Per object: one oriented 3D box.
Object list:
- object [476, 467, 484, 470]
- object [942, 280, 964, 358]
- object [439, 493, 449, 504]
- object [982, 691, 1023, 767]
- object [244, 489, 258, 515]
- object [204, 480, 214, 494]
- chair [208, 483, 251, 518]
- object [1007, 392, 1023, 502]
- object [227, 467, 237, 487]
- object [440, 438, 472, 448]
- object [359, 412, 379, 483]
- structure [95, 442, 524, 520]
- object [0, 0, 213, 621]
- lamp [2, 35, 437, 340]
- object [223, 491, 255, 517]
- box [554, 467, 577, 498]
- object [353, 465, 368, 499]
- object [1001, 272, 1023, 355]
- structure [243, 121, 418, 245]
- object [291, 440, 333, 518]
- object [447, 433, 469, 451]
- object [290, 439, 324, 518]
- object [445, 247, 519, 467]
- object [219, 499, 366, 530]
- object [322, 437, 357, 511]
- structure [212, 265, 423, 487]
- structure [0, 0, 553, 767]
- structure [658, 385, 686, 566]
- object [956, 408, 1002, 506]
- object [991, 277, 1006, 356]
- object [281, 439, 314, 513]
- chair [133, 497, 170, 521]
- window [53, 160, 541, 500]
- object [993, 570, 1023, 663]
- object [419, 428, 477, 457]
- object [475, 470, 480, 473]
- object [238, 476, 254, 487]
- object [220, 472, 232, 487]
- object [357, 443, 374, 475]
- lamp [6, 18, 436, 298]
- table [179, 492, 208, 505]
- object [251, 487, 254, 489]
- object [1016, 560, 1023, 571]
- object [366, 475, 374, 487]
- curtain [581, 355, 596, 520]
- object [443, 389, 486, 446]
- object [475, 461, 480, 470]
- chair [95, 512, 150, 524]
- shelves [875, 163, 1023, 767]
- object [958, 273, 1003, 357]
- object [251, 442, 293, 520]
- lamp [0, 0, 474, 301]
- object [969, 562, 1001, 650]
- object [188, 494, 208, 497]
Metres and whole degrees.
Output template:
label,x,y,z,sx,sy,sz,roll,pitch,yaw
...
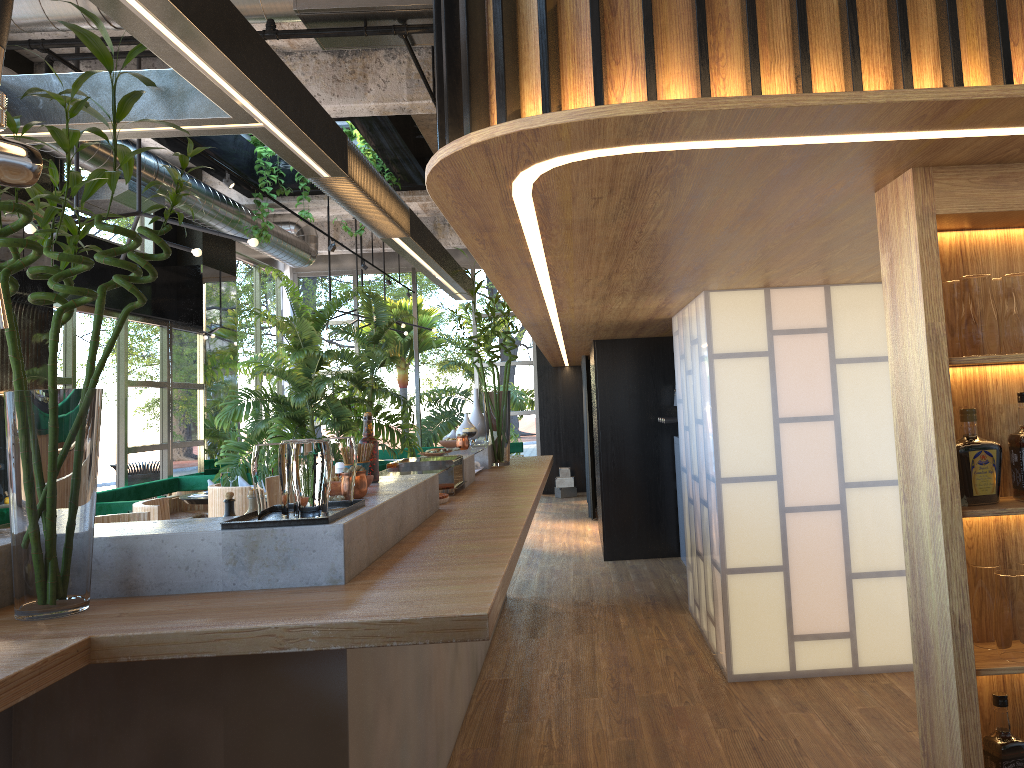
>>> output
label,x,y,z,sx,sy,sz,roll,pitch,yaw
object,-0.313,0.563,5.790,0.245,0.017,0.242,-3,-1,0
object,1.210,-0.175,2.407,0.100,0.210,0.110,-6,-6,36
object,-0.436,0.526,4.036,0.286,0.037,0.311,-4,-1,30
object,1.248,0.931,2.249,0.085,0.284,0.080,-1,-5,-14
object,-0.796,0.430,2.737,0.073,0.211,0.067,1,-6,-31
object,-2.913,1.007,8.736,0.239,0.139,0.226,-2,-2,-15
chair,-1.374,1.030,4.894,0.527,0.974,0.564,-5,-5,25
object,1.355,0.162,2.326,0.083,0.284,0.082,-3,-5,1
object,-2.727,0.936,8.646,0.095,0.246,0.089,-1,-5,-16
object,-0.375,0.393,5.977,0.188,0.073,0.231,-4,-2,22
object,-0.564,0.249,3.493,0.071,0.278,0.078,-6,-6,37
structure,-1.262,0.873,4.389,6.030,1.556,20.033,-3,-1,4
object,-1.080,-0.241,2.164,0.668,1.558,0.586,-3,-5,6
lamp,-1.156,-1.889,4.891,5.086,1.832,18.827,-3,-1,4
object,-0.811,0.427,2.664,0.067,0.216,0.169,-5,-5,28
box,0.821,1.512,13.652,0.337,0.444,0.274,-2,-4,-10
object,-0.541,0.319,2.858,0.161,0.107,0.086,0,-4,-43
object,1.325,-0.183,2.308,0.100,0.210,0.110,-6,-6,36
structure,-1.927,-2.305,9.918,2.080,1.524,1.466,-4,-4,30
object,-0.528,0.258,2.352,0.110,0.210,0.100,2,-6,-44
object,-0.342,0.367,5.612,0.161,0.107,0.086,0,-4,-43
object,-0.568,0.262,2.470,0.100,0.210,0.110,-6,-6,36
object,-0.150,-0.203,6.261,0.640,1.558,0.611,-7,-6,40
object,-0.591,0.359,2.465,0.273,0.019,0.436,-3,-1,2
object,-0.507,0.262,2.599,0.110,0.210,0.100,2,-6,-44
structure,-2.364,0.180,11.120,2.488,3.454,2.595,-2,-4,-14
structure,1.068,0.643,3.574,5.849,1.738,7.095,-3,-1,2
structure,1.587,0.765,7.659,0.550,1.602,0.834,-3,-5,2
object,1.201,0.188,2.319,0.154,0.249,0.092,-2,-5,-11
object,1.327,-0.181,2.399,0.100,0.210,0.110,-6,-6,36
object,-0.622,0.268,2.589,0.110,0.210,0.100,2,-6,-44
chair,-1.435,1.016,4.082,0.573,0.974,0.519,1,-6,-38
window,-2.481,-1.548,4.588,4.140,6.524,20.280,-3,-2,4
object,1.267,0.582,2.238,0.100,0.210,0.110,-6,-6,36
object,-0.397,0.350,5.359,0.208,0.135,0.808,-3,-1,10
object,-0.335,0.559,5.531,0.244,0.017,0.243,-3,-1,2
object,-2.718,1.003,9.063,0.239,0.139,0.226,-2,-2,-15
object,-2.730,0.951,8.477,0.100,0.210,0.110,-6,-6,36
object,-0.578,0.304,3.321,0.103,0.162,0.107,-6,-5,36
lamp,-1.859,-1.923,9.156,3.797,1.538,9.970,-3,-1,1
table,-2.641,1.433,8.662,1.147,0.754,1.048,-1,-3,-30
object,-2.593,1.043,8.849,0.096,0.028,0.130,-3,-1,17
object,1.386,0.578,2.350,0.100,0.210,0.110,-6,-6,36
object,-0.585,0.342,3.062,0.188,0.073,0.231,-4,-2,22
curtain,1.076,0.661,12.569,0.121,2.068,3.261,-3,-2,4
object,-0.298,0.233,6.235,0.331,0.399,0.303,0,-5,-40
object,-0.277,0.540,5.863,0.141,0.057,0.067,-3,-3,18
chair,-1.504,1.003,3.315,0.573,0.974,0.519,1,-6,-41
shelves,1.623,0.425,2.320,1.113,2.067,0.278,-2,-5,-1
object,1.207,-0.177,2.296,0.100,0.210,0.110,-6,-6,36
object,-0.636,0.264,2.361,0.110,0.210,0.100,2,-6,-44
lamp,0.590,-1.852,3.953,5.018,2.143,6.662,-3,-2,-4
object,1.264,0.584,2.354,0.100,0.210,0.110,-6,-6,36
object,-2.941,1.058,8.474,0.255,0.019,0.157,-3,-1,0
